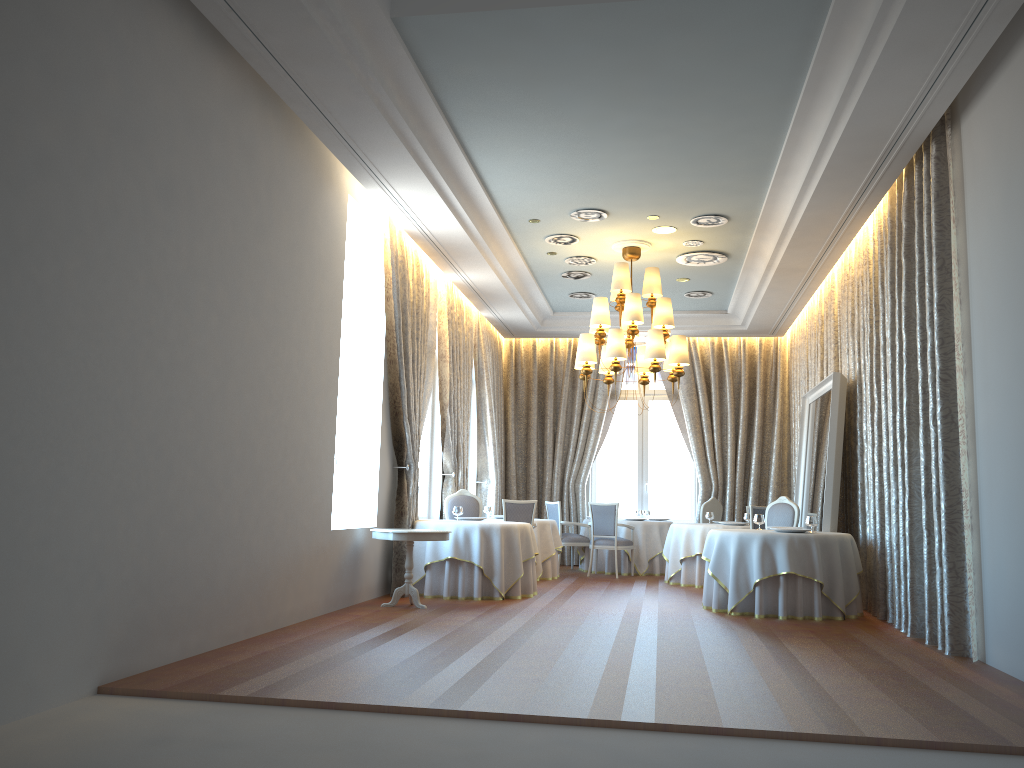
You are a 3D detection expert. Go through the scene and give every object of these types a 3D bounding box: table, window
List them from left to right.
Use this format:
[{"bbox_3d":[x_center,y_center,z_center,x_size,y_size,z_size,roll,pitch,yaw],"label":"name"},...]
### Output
[{"bbox_3d":[-1.043,1.893,9.028,0.761,0.801,0.760,8,-10,-41],"label":"table"},{"bbox_3d":[-1.255,0.184,11.785,0.259,3.306,1.882,0,-8,9],"label":"window"},{"bbox_3d":[-0.514,2.074,10.509,1.663,0.890,1.667,2,-8,-2],"label":"table"},{"bbox_3d":[-0.078,2.431,13.087,1.667,0.890,1.663,1,-8,3],"label":"table"},{"bbox_3d":[1.920,2.681,14.571,1.667,0.890,1.663,-3,-9,28],"label":"table"},{"bbox_3d":[2.379,0.855,16.096,1.881,3.306,0.196,0,-8,10],"label":"window"},{"bbox_3d":[2.998,2.437,12.556,1.663,0.890,1.667,-2,-8,23],"label":"table"},{"bbox_3d":[2.873,2.023,9.497,1.663,0.890,1.667,2,-8,-2],"label":"table"}]

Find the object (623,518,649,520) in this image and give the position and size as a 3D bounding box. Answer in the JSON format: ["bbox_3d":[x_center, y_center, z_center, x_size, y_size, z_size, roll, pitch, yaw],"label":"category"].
[{"bbox_3d":[1.975,2.162,14.186,0.419,0.036,0.419,0,-8,8],"label":"object"}]

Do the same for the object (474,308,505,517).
[{"bbox_3d":[-0.352,0.730,15.074,0.386,4.901,2.121,0,-8,10],"label":"object"}]

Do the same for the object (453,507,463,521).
[{"bbox_3d":[-0.652,1.563,10.702,0.128,0.165,0.128,3,-8,-8],"label":"object"}]

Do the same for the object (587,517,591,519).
[{"bbox_3d":[1.421,2.200,14.572,0.419,0.036,0.419,0,-8,8],"label":"object"}]

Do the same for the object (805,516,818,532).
[{"bbox_3d":[3.146,1.472,9.308,0.128,0.165,0.128,0,-8,10],"label":"object"}]

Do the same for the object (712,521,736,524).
[{"bbox_3d":[3.159,2.037,13.032,0.419,0.036,0.419,0,-8,8],"label":"object"}]

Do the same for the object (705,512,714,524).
[{"bbox_3d":[2.882,1.950,12.913,0.128,0.165,0.128,0,-8,10],"label":"object"}]

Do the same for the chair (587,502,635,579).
[{"bbox_3d":[1.478,2.360,13.492,0.650,1.108,0.629,-2,-8,24],"label":"chair"}]

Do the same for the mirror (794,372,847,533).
[{"bbox_3d":[3.752,1.286,10.954,0.385,2.564,2.251,0,-8,10],"label":"mirror"}]

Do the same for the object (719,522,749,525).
[{"bbox_3d":[3.064,1.927,12.225,0.419,0.036,0.419,0,-8,8],"label":"object"}]

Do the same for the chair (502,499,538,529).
[{"bbox_3d":[0.013,2.126,12.024,0.650,1.108,0.629,4,-8,-15],"label":"chair"}]

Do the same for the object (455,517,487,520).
[{"bbox_3d":[-0.504,1.669,10.982,0.419,0.036,0.419,0,-8,8],"label":"object"}]

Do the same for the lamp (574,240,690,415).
[{"bbox_3d":[1.482,-0.702,11.046,1.373,2.121,1.373,9,-10,-42],"label":"lamp"}]

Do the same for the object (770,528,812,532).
[{"bbox_3d":[2.867,1.503,9.111,0.419,0.036,0.419,0,-8,8],"label":"object"}]

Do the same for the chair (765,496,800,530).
[{"bbox_3d":[2.978,1.929,10.425,0.690,1.233,0.563,6,-9,-30],"label":"chair"}]

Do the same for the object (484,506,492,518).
[{"bbox_3d":[-0.363,1.935,13.414,0.128,0.165,0.128,0,-8,10],"label":"object"}]

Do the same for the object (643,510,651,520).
[{"bbox_3d":[2.267,2.201,14.898,0.128,0.165,0.128,0,-8,10],"label":"object"}]

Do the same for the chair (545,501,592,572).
[{"bbox_3d":[0.900,2.458,14.328,0.629,1.108,0.650,5,-8,-25],"label":"chair"}]

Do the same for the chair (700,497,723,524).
[{"bbox_3d":[2.910,2.403,13.967,0.563,1.233,0.690,8,-10,-40],"label":"chair"}]

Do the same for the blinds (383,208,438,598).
[{"bbox_3d":[-1.190,0.053,10.552,0.315,4.930,2.204,0,-8,9],"label":"blinds"}]

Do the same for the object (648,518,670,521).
[{"bbox_3d":[2.408,2.228,14.594,0.419,0.036,0.419,0,-8,8],"label":"object"}]

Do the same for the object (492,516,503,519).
[{"bbox_3d":[-0.080,1.909,12.685,0.419,0.036,0.419,0,-8,8],"label":"object"}]

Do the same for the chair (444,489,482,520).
[{"bbox_3d":[-0.575,1.965,11.363,0.563,1.233,0.690,4,-8,-15],"label":"chair"}]

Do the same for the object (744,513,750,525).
[{"bbox_3d":[3.318,1.898,12.450,0.128,0.165,0.128,0,-8,10],"label":"object"}]

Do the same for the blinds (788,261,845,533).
[{"bbox_3d":[4.447,0.535,13.196,0.238,4.819,4.439,0,-8,10],"label":"blinds"}]

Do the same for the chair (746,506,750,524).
[{"bbox_3d":[3.774,2.439,13.643,0.650,1.108,0.629,-3,-9,29],"label":"chair"}]

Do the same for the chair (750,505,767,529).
[{"bbox_3d":[3.148,2.146,11.583,0.650,1.108,0.629,4,-8,-20],"label":"chair"}]

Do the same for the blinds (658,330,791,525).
[{"bbox_3d":[3.685,0.837,15.456,2.476,4.901,0.386,0,-8,10],"label":"blinds"}]

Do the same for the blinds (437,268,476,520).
[{"bbox_3d":[-0.767,0.387,12.952,0.335,4.969,2.257,0,-8,10],"label":"blinds"}]

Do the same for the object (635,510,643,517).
[{"bbox_3d":[2.081,2.143,14.501,0.128,0.165,0.128,0,-8,10],"label":"object"}]

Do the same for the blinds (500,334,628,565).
[{"bbox_3d":[0.849,0.829,15.934,2.535,4.901,0.386,0,-8,10],"label":"blinds"}]

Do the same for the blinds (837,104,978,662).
[{"bbox_3d":[3.737,-0.057,8.923,0.238,4.819,4.439,0,-8,10],"label":"blinds"}]

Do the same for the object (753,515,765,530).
[{"bbox_3d":[2.745,1.534,9.845,0.128,0.165,0.128,-5,-10,39],"label":"object"}]

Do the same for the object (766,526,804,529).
[{"bbox_3d":[3.059,1.621,9.954,0.419,0.036,0.419,0,-8,8],"label":"object"}]
